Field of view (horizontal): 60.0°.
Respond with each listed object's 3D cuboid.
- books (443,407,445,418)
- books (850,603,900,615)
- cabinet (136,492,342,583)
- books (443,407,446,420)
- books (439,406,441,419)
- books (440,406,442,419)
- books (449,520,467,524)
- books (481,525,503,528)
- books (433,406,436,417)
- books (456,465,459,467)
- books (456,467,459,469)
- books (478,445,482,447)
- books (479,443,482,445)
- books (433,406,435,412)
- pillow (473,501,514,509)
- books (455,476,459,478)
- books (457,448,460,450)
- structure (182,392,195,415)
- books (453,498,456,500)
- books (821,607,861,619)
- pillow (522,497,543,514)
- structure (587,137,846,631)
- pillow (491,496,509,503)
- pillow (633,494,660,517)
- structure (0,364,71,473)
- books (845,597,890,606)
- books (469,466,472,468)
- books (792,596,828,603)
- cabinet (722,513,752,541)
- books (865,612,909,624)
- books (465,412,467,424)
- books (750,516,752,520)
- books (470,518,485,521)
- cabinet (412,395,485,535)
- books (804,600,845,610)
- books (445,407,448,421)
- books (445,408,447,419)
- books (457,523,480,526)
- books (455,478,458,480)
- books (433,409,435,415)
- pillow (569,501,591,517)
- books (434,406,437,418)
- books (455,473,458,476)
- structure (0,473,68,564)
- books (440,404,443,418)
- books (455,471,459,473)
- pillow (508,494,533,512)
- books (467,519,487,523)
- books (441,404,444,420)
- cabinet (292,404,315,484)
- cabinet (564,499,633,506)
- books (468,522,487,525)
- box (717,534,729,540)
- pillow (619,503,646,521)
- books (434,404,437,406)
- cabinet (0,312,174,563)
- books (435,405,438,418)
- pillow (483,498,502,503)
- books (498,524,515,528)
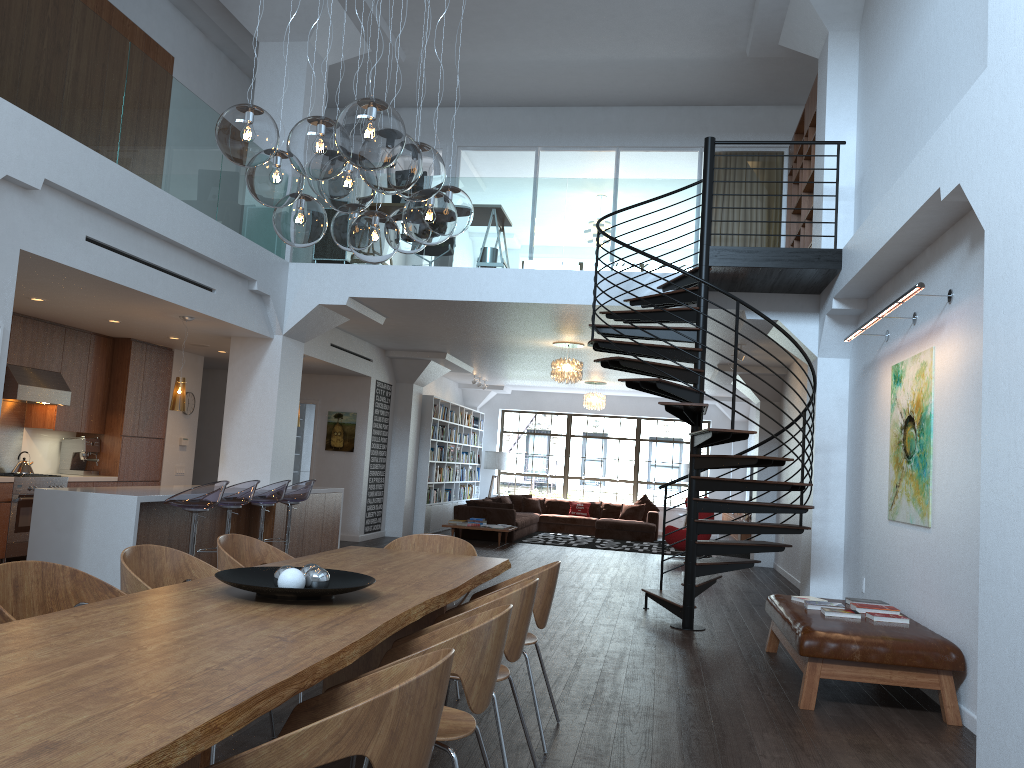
[{"bbox_3d":[-1.325,0.539,16.252,0.159,0.248,0.089,3,-5,10],"label":"books"},{"bbox_3d":[2.477,1.540,6.054,0.283,0.043,0.197,3,-5,9],"label":"books"},{"bbox_3d":[-3.017,1.538,9.216,0.898,0.796,4.493,3,-5,10],"label":"cabinet"},{"bbox_3d":[-1.317,0.541,16.284,0.182,0.253,0.098,3,-5,10],"label":"books"},{"bbox_3d":[-1.378,0.510,15.984,0.170,0.251,0.118,3,-5,10],"label":"books"},{"bbox_3d":[-1.366,0.519,16.035,0.174,0.242,0.105,3,-5,10],"label":"books"},{"bbox_3d":[-0.905,2.317,14.903,0.241,0.045,0.334,3,-5,11],"label":"books"},{"bbox_3d":[-0.325,2.316,14.447,0.231,0.040,0.342,8,-7,-40],"label":"books"},{"bbox_3d":[-1.433,0.488,15.637,0.161,0.218,0.101,3,-5,10],"label":"books"},{"bbox_3d":[-1.166,1.626,17.573,0.185,0.041,0.129,1,-6,24],"label":"books"},{"bbox_3d":[-1.163,1.658,17.577,0.208,0.024,0.144,2,-5,15],"label":"books"},{"bbox_3d":[-0.834,1.352,19.520,0.284,0.035,0.197,-1,-7,40],"label":"books"},{"bbox_3d":[-0.832,1.318,19.523,0.284,0.033,0.197,1,-6,25],"label":"books"},{"bbox_3d":[-1.459,0.475,15.485,0.182,0.215,0.188,3,-5,10],"label":"books"},{"bbox_3d":[-0.306,2.217,15.389,0.750,0.364,0.289,3,-5,9],"label":"pillow"},{"bbox_3d":[-1.201,1.829,17.588,0.259,0.040,0.180,3,-5,10],"label":"books"},{"bbox_3d":[-1.160,1.277,17.510,0.223,0.031,0.161,3,-5,10],"label":"books"},{"bbox_3d":[-4.294,0.257,11.760,0.040,0.300,0.300,3,-5,10],"label":"structure"},{"bbox_3d":[-1.268,2.264,17.496,0.284,0.035,0.197,3,-5,10],"label":"books"},{"bbox_3d":[2.151,1.498,5.802,0.224,0.032,0.161,3,-5,10],"label":"books"},{"bbox_3d":[0.393,2.535,18.517,0.489,0.337,0.238,6,-6,-20],"label":"pillow"},{"bbox_3d":[1.655,-0.064,7.842,1.998,4.352,1.998,7,-6,-29],"label":"structure"},{"bbox_3d":[-0.167,2.362,17.078,0.325,0.391,0.625,1,-6,26],"label":"pillow"},{"bbox_3d":[2.693,2.564,18.315,0.651,0.587,0.335,5,-5,-11],"label":"pillow"},{"bbox_3d":[-5.115,0.387,9.211,0.529,1.110,0.811,3,-5,10],"label":"structure"},{"bbox_3d":[2.548,1.575,6.364,0.254,0.044,0.183,3,-5,5],"label":"books"},{"bbox_3d":[-0.979,1.742,18.683,0.224,0.030,0.161,2,-6,20],"label":"books"},{"bbox_3d":[2.142,1.557,6.394,0.161,0.031,0.223,5,-5,-12],"label":"books"},{"bbox_3d":[4.284,2.642,16.464,0.459,0.350,4.501,3,-5,10],"label":"cabinet"},{"bbox_3d":[2.424,1.511,5.729,0.224,0.036,0.161,3,-5,4],"label":"books"},{"bbox_3d":[-1.014,0.715,18.173,0.176,0.290,0.053,3,-5,10],"label":"books"},{"bbox_3d":[4.242,2.364,15.644,0.250,0.053,0.400,3,-5,10],"label":"books"},{"bbox_3d":[-0.578,2.275,14.915,0.224,0.027,0.157,2,-5,15],"label":"books"},{"bbox_3d":[-1.287,1.614,17.512,0.461,2.414,4.500,3,-5,10],"label":"cabinet"},{"bbox_3d":[2.138,1.521,6.072,0.247,0.040,0.185,3,-5,13],"label":"books"},{"bbox_3d":[-1.291,0.558,16.471,0.182,0.255,0.077,3,-5,10],"label":"books"},{"bbox_3d":[-1.307,0.554,16.370,0.174,0.243,0.085,3,-5,10],"label":"books"},{"bbox_3d":[-0.719,2.299,14.525,0.236,0.035,0.340,0,-6,35],"label":"books"},{"bbox_3d":[-1.204,1.865,17.559,0.251,0.037,0.160,2,-5,15],"label":"books"},{"bbox_3d":[-1.452,0.487,15.575,0.167,0.210,0.162,3,-5,10],"label":"books"},{"bbox_3d":[1.410,2.614,18.481,0.465,0.308,0.220,3,-5,6],"label":"pillow"},{"bbox_3d":[-1.425,0.490,15.671,0.161,0.222,0.084,3,-5,10],"label":"books"},{"bbox_3d":[-1.187,1.786,17.575,0.231,0.044,0.168,3,-5,5],"label":"books"},{"bbox_3d":[-5.114,1.387,9.107,0.662,0.919,0.811,3,-5,10],"label":"structure"},{"bbox_3d":[-1.356,0.504,16.125,0.176,0.293,0.125,3,-5,10],"label":"books"},{"bbox_3d":[-1.190,1.745,17.572,0.253,0.040,0.183,3,-5,10],"label":"books"},{"bbox_3d":[0.222,2.517,18.646,0.580,0.418,0.334,5,-6,-17],"label":"pillow"},{"bbox_3d":[-0.584,2.306,14.915,0.279,0.035,0.191,2,-6,20],"label":"books"},{"bbox_3d":[-1.350,0.511,16.187,0.197,0.290,0.136,3,-5,10],"label":"books"},{"bbox_3d":[-4.083,0.936,15.287,0.527,2.991,2.630,3,-5,10],"label":"cabinet"},{"bbox_3d":[1.849,2.884,19.291,1.520,0.625,0.350,3,-5,10],"label":"cabinet"},{"bbox_3d":[-0.583,2.342,14.907,0.312,0.037,0.216,4,-5,0],"label":"books"},{"bbox_3d":[4.473,3.241,18.800,0.228,0.165,0.368,3,-5,10],"label":"box"},{"bbox_3d":[2.457,2.619,18.181,0.542,0.362,0.248,1,-6,31],"label":"pillow"},{"bbox_3d":[-1.427,0.480,15.704,0.159,0.248,0.089,3,-5,10],"label":"books"},{"bbox_3d":[-5.162,0.506,8.745,0.598,2.499,5.299,3,-5,10],"label":"cabinet"},{"bbox_3d":[-1.418,0.482,15.746,0.170,0.251,0.118,3,-5,10],"label":"books"},{"bbox_3d":[-0.297,2.201,15.660,0.269,0.411,0.559,7,-6,-34],"label":"pillow"},{"bbox_3d":[-0.115,2.359,14.757,0.256,0.035,0.350,0,-6,35],"label":"books"}]
